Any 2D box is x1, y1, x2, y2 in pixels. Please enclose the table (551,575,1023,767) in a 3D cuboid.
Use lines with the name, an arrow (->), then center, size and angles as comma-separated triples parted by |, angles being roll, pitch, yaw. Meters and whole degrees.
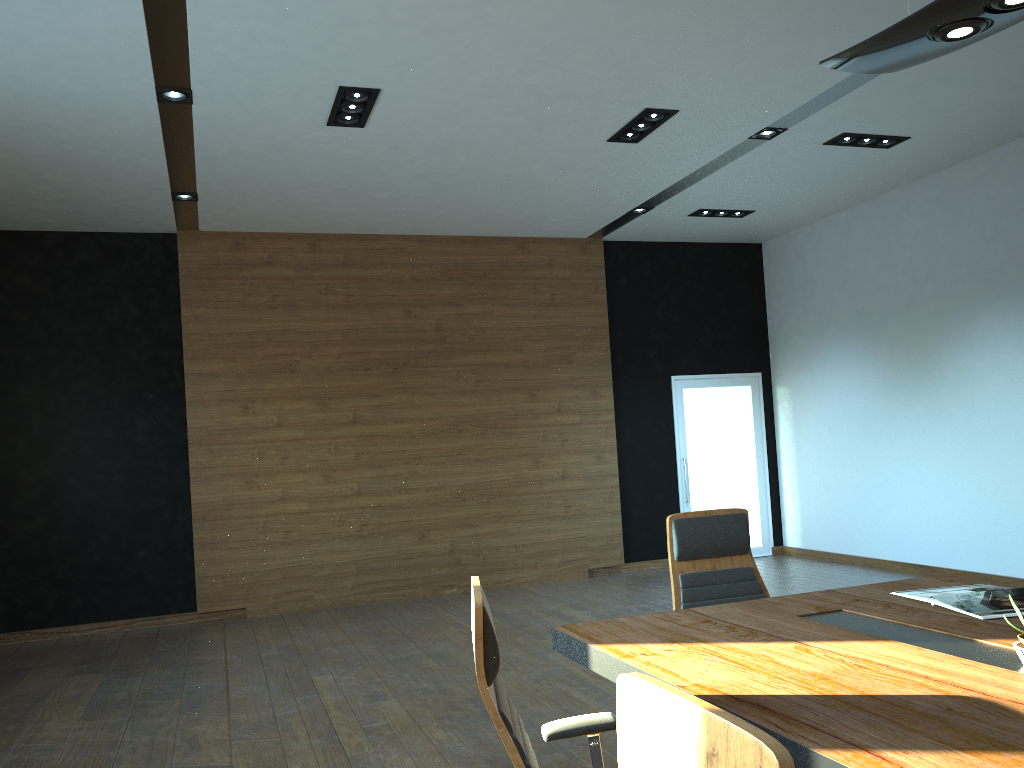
table -> 1.895, 0.994, 0.857 | 1.783, 0.796, 5.557 | -2, -4, -19

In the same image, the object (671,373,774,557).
object -> 2.430, 0.970, 10.356 | 1.197, 2.157, 0.200 | -3, -2, -19

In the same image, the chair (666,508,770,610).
chair -> 0.987, 1.092, 3.605 | 0.706, 1.126, 0.697 | -3, -2, -16

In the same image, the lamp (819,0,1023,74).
lamp -> 1.268, -1.588, 2.296 | 0.340, 1.197, 1.200 | -3, -3, -19

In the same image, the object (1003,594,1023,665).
object -> 1.383, 0.643, 2.299 | 0.177, 0.187, 0.153 | -1, -4, -44

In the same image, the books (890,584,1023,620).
books -> 1.678, 0.757, 3.158 | 0.389, 0.033, 0.546 | -3, -4, -7

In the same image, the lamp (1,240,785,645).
lamp -> -0.520, 0.103, 6.645 | 9.385, 3.702, 16.730 | -2, -4, -19

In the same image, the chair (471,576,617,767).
chair -> 0.256, 1.035, 2.188 | 0.696, 1.126, 0.707 | -3, -2, -4

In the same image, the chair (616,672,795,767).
chair -> 0.552, 0.943, 1.194 | 0.695, 1.126, 0.708 | -3, -2, -19
